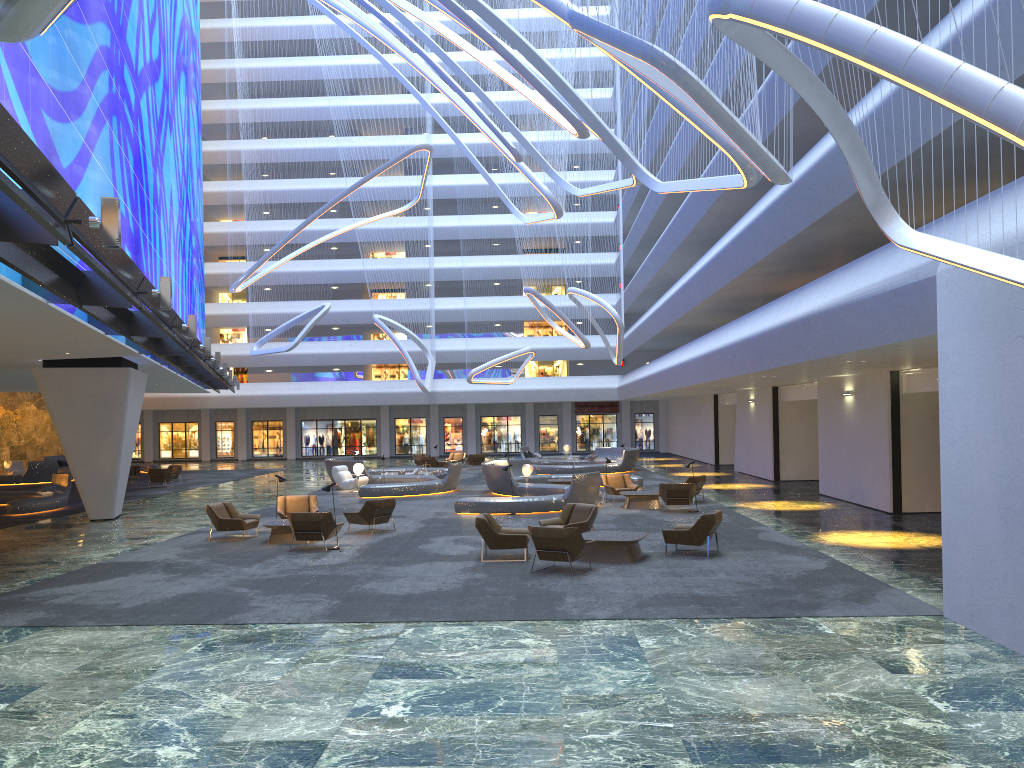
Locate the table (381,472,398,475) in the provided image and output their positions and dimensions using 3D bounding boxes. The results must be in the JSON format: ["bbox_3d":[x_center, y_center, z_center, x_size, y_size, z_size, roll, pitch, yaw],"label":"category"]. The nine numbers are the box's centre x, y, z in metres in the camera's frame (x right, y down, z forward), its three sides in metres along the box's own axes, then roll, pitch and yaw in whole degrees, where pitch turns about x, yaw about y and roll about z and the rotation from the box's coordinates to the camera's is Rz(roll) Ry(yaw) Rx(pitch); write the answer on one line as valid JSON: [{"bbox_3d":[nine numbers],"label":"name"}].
[{"bbox_3d":[-4.888,3.726,35.365,0.673,0.406,0.671,-2,-2,21],"label":"table"}]

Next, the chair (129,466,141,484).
[{"bbox_3d":[-16.043,3.829,37.090,0.929,0.766,0.939,0,-2,-25],"label":"chair"}]

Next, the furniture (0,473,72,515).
[{"bbox_3d":[-18.195,3.352,27.059,9.929,0.969,5.187,-2,-2,19],"label":"furniture"}]

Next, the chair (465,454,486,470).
[{"bbox_3d":[-1.761,3.790,43.280,0.929,0.766,0.939,-1,-2,-20],"label":"chair"}]

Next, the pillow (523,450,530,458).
[{"bbox_3d":[0.798,3.600,45.381,0.295,0.368,0.769,-1,-2,14],"label":"pillow"}]

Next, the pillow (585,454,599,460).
[{"bbox_3d":[3.779,3.458,42.031,0.692,0.262,0.878,0,-2,-36],"label":"pillow"}]

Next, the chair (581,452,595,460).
[{"bbox_3d":[3.978,3.682,43.379,0.939,0.766,0.929,-2,-2,35],"label":"chair"}]

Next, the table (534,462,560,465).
[{"bbox_3d":[1.608,3.797,40.493,1.203,0.392,1.204,-1,-2,2],"label":"table"}]

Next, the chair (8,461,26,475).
[{"bbox_3d":[-23.318,4.093,41.800,0.729,0.882,1.158,0,-2,-44],"label":"chair"}]

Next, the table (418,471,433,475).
[{"bbox_3d":[-3.390,3.705,35.596,0.673,0.406,0.671,0,-2,-36],"label":"table"}]

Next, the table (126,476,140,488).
[{"bbox_3d":[-15.624,3.944,35.601,1.203,0.392,1.204,0,-2,-34],"label":"table"}]

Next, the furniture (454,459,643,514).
[{"bbox_3d":[0.815,2.994,27.312,5.186,0.969,9.930,-2,-2,19],"label":"furniture"}]

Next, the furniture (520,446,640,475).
[{"bbox_3d":[3.093,3.523,42.284,5.185,0.969,9.933,-1,-2,-2],"label":"furniture"}]

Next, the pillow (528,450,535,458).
[{"bbox_3d":[1.006,3.573,45.409,0.315,0.386,0.785,-1,-2,17],"label":"pillow"}]

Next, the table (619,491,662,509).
[{"bbox_3d":[3.508,3.123,23.880,1.203,0.392,1.204,-1,-2,1],"label":"table"}]

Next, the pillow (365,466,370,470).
[{"bbox_3d":[-6.245,3.526,37.071,0.443,0.207,0.445,0,-2,-37],"label":"pillow"}]

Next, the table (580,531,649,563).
[{"bbox_3d":[1.740,2.833,15.424,1.203,0.392,1.203,-2,-2,20],"label":"table"}]

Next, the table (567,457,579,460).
[{"bbox_3d":[3.073,3.934,44.827,0.671,0.406,0.674,-1,-2,-2],"label":"table"}]

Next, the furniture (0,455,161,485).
[{"bbox_3d":[-21.661,4.015,42.596,5.186,0.969,9.930,-2,-2,19],"label":"furniture"}]

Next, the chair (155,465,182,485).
[{"bbox_3d":[-14.329,3.792,36.988,0.930,0.766,0.939,-2,-2,40],"label":"chair"}]

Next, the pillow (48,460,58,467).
[{"bbox_3d":[-23.074,4.023,44.533,0.281,0.416,0.759,-1,-2,-5],"label":"pillow"}]

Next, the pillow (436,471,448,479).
[{"bbox_3d":[-2.193,3.131,30.465,0.692,0.262,0.877,-1,-2,10],"label":"pillow"}]

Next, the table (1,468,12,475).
[{"bbox_3d":[-23.297,4.181,40.862,0.418,0.595,0.428,-1,-1,1],"label":"table"}]

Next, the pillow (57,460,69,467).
[{"bbox_3d":[-22.990,4.062,45.455,0.315,0.386,0.785,-1,-2,18],"label":"pillow"}]

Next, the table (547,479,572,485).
[{"bbox_3d":[1.773,3.363,29.263,1.203,0.392,1.204,-1,-2,2],"label":"table"}]

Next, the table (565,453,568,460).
[{"bbox_3d":[2.853,3.879,46.210,0.418,0.595,0.428,0,-1,-44],"label":"table"}]

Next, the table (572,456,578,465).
[{"bbox_3d":[2.908,3.695,41.439,0.418,0.595,0.428,-1,-1,-2],"label":"table"}]

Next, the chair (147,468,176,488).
[{"bbox_3d":[-13.892,3.710,35.072,0.929,0.766,0.939,-1,-1,0],"label":"chair"}]

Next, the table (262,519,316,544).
[{"bbox_3d":[-4.529,3.073,18.507,1.203,0.392,1.204,-1,-2,2],"label":"table"}]

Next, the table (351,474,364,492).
[{"bbox_3d":[-5.369,3.451,30.902,0.418,0.595,0.428,-1,-1,-24],"label":"table"}]

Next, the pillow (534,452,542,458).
[{"bbox_3d":[1.224,3.671,45.693,0.874,0.280,0.684,-3,-3,39],"label":"pillow"}]

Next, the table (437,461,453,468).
[{"bbox_3d":[-3.570,4.001,43.188,1.203,0.392,1.203,-3,-3,37],"label":"table"}]

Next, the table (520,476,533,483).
[{"bbox_3d":[0.461,3.237,28.263,0.418,0.595,0.428,-1,-1,1],"label":"table"}]

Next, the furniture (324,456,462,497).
[{"bbox_3d":[-4.598,3.323,33.165,5.185,0.969,9.934,-1,-2,-6],"label":"furniture"}]
